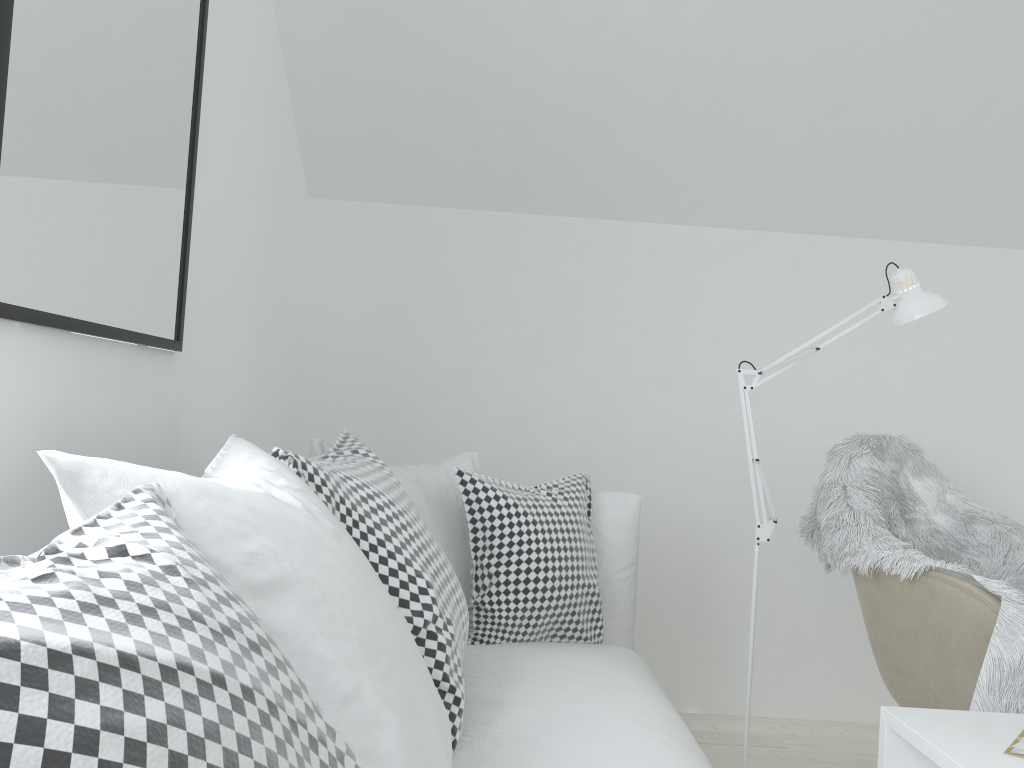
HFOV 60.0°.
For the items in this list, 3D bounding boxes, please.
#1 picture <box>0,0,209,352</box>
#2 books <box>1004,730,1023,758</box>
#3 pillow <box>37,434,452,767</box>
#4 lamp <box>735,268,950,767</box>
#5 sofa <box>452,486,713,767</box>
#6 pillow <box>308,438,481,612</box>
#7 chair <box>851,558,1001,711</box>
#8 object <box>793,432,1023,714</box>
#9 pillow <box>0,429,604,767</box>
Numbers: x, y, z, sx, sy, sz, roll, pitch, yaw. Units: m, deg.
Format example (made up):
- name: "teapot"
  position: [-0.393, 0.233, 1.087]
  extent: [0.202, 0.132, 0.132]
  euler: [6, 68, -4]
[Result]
- name: "picture"
  position: [-0.625, -0.610, 1.444]
  extent: [0.015, 1.072, 0.720]
  euler: [4, -2, -2]
- name: "books"
  position: [0.917, 0.529, 1.263]
  extent: [0.342, 0.040, 0.231]
  euler: [2, -2, 40]
- name: "pillow"
  position: [-0.242, 0.330, 1.044]
  extent: [0.391, 0.505, 0.599]
  euler: [4, -2, -2]
- name: "lamp"
  position: [0.756, 0.390, 2.130]
  extent: [0.527, 1.373, 0.196]
  euler: [4, -2, 3]
- name: "sofa"
  position: [-0.080, 0.606, 1.036]
  extent: [0.917, 0.768, 2.647]
  euler: [4, -2, -2]
- name: "pillow"
  position: [-0.258, 0.370, 1.975]
  extent: [0.333, 0.498, 0.623]
  euler: [3, -2, 32]
- name: "chair"
  position: [1.154, 0.634, 2.154]
  extent: [0.719, 0.941, 0.776]
  euler: [5, -2, -27]
- name: "object"
  position: [1.161, 0.528, 2.150]
  extent: [0.784, 0.789, 0.954]
  euler: [4, -2, -21]
- name: "pillow"
  position: [-0.102, 0.341, 1.042]
  extent: [0.676, 0.513, 2.488]
  euler: [4, -2, 0]
